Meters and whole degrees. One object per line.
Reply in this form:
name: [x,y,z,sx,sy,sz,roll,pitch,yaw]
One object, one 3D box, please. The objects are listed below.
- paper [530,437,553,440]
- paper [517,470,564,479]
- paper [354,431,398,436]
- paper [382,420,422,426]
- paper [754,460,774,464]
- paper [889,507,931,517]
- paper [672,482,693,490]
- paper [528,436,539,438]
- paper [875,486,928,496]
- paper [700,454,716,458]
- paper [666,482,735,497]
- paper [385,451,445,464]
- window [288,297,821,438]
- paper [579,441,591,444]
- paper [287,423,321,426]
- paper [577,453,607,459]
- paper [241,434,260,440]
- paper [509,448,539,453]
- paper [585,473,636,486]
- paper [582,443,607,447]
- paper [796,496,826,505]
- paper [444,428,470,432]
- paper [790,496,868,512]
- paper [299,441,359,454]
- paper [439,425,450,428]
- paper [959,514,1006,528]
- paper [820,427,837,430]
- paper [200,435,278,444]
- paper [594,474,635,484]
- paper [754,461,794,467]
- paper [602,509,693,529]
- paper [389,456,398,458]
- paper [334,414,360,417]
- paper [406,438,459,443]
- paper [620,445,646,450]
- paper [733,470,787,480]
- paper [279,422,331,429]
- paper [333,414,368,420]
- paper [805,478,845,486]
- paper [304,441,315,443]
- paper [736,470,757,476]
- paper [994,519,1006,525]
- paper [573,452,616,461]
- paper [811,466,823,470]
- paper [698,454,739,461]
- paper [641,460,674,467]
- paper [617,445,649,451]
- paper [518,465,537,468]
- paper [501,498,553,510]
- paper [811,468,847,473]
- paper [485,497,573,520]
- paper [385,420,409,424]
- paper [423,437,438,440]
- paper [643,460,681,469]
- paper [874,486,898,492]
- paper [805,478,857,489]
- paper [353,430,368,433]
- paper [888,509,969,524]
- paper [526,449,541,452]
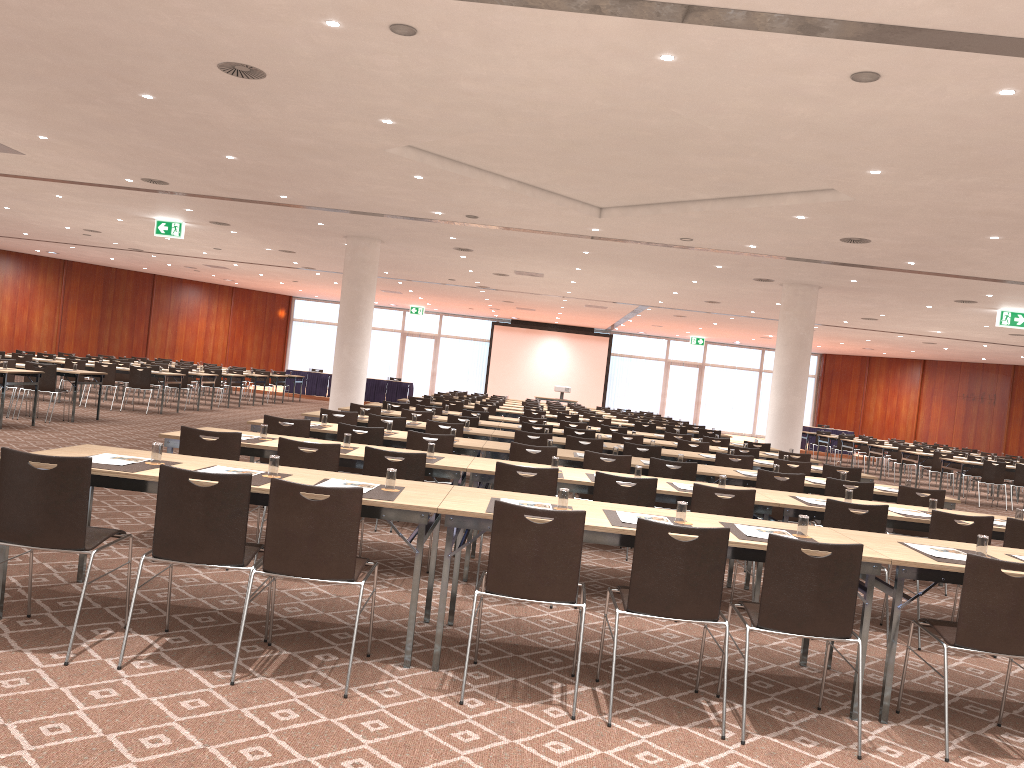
paper: [0.266,0.647,10.756,0.460,0.003,0.565,6,0,2]
paper: [0.158,0.662,6.750,0.460,0.003,0.565,6,0,1]
paper: [-1.406,0.476,8.821,0.460,0.003,0.565,6,0,4]
paper: [-1.360,0.468,10.795,0.460,0.003,0.565,6,0,2]
paper: [3.096,0.953,10.751,0.283,0.006,0.398,6,0,-1]
paper: [3.013,0.971,6.750,0.283,0.006,0.398,6,0,2]
paper: [1.403,0.794,6.804,0.283,0.006,0.398,6,0,1]
paper: [0.195,0.634,10.838,0.283,0.006,0.398,6,0,3]
paper: [3.779,1.046,8.692,0.460,0.003,0.565,6,0,4]
paper: [2.456,0.883,10.767,0.283,0.006,0.398,6,0,0]
paper: [1.445,0.803,6.738,0.460,0.003,0.565,6,0,1]
paper: [-0.784,0.558,6.800,0.460,0.003,0.565,6,0,4]
window: [1.653,-0.626,38.332,22.960,3.873,0.217,6,1,1]
paper: [0.861,0.708,10.802,0.283,0.006,0.398,6,0,-1]
paper: [-2.091,0.397,8.867,0.283,0.006,0.398,6,0,3]
paper: [0.792,0.714,8.808,0.283,0.006,0.398,6,0,1]
paper: [-2.149,0.404,6.890,0.283,0.006,0.398,6,0,3]
paper: [0.210,0.654,8.756,0.460,0.003,0.565,6,0,3]
paper: [0.808,0.734,6.742,0.460,0.003,0.565,6,0,0]
paper: [0.903,0.717,10.718,0.460,0.003,0.565,6,0,2]
paper: [2.363,0.900,6.766,0.283,0.006,0.398,6,0,1]
paper: [-0.734,0.537,10.777,0.460,0.003,0.565,6,0,1]
paper: [2.397,0.908,6.715,0.460,0.003,0.565,6,0,3]
paper: [-1.449,0.485,6.799,0.460,0.003,0.565,6,0,0]
paper: [-0.773,0.528,10.824,0.283,0.006,0.398,6,0,2]
paper: [3.728,1.054,6.692,0.460,0.003,0.565,6,0,5]
paper: [11.286,1.586,31.588,0.460,0.003,0.565,6,0,1]
paper: [-2.108,0.413,6.821,0.460,0.003,0.565,6,0,3]
paper: [0.781,0.726,6.814,0.283,0.006,0.398,6,0,2]
paper: [3.147,0.963,10.693,0.460,0.003,0.565,6,0,1]
paper: [0.738,0.739,4.756,0.460,0.003,0.565,6,0,1]
paper: [-0.857,0.546,6.835,0.283,0.006,0.398,6,0,3]
paper: [-2.033,0.390,10.873,0.283,0.006,0.398,6,0,2]
paper: [-0.776,0.546,8.782,0.460,0.003,0.565,6,0,2]
paper: [1.477,0.775,10.794,0.283,0.006,0.398,6,0,1]
paper: [2.466,0.902,8.710,0.460,0.003,0.565,6,0,1]
paper: [-2.059,0.405,8.786,0.460,0.003,0.565,6,0,0]
paper: [-1.997,0.398,10.801,0.460,0.003,0.565,6,0,1]
paper: [3.066,0.964,8.749,0.283,0.006,0.398,6,0,-2]
paper: [-1.516,0.474,6.875,0.283,0.006,0.398,6,0,2]
paper: [2.402,0.891,8.779,0.283,0.006,0.398,6,0,2]
paper: [3.665,1.043,6.743,0.283,0.006,0.398,6,0,1]
paper: [0.840,0.723,8.763,0.460,0.003,0.565,6,0,3]
paper: [3.760,1.026,10.761,0.283,0.006,0.398,6,0,3]
paper: [2.524,0.895,10.716,0.460,0.003,0.565,6,0,1]
paper: [1.433,0.784,8.779,0.283,0.006,0.398,6,0,0]
paper: [1.529,0.785,10.729,0.460,0.003,0.565,6,0,0]
paper: [0.099,0.651,6.835,0.283,0.006,0.398,6,0,2]
paper: [0.078,0.663,4.819,0.283,0.006,0.398,6,0,0]
paper: [3.782,1.033,10.667,0.460,0.003,0.565,6,0,0]
paper: [0.103,0.670,4.739,0.460,0.003,0.565,6,0,2]
paper: [-1.406,0.459,10.855,0.283,0.006,0.398,6,0,0]
paper: [-0.805,0.538,8.841,0.283,0.006,0.398,6,0,-1]
paper: [1.517,0.798,8.741,0.460,0.003,0.565,6,0,4]
paper: [3.716,1.035,8.747,0.283,0.006,0.398,6,0,-1]
paper: [3.116,0.973,8.696,0.460,0.003,0.565,6,0,2]
paper: [-1.447,0.468,8.858,0.283,0.006,0.398,6,0,0]
paper: [3.079,0.983,6.681,0.460,0.003,0.565,6,0,1]
paper: [0.169,0.645,8.837,0.283,0.006,0.398,6,0,1]
